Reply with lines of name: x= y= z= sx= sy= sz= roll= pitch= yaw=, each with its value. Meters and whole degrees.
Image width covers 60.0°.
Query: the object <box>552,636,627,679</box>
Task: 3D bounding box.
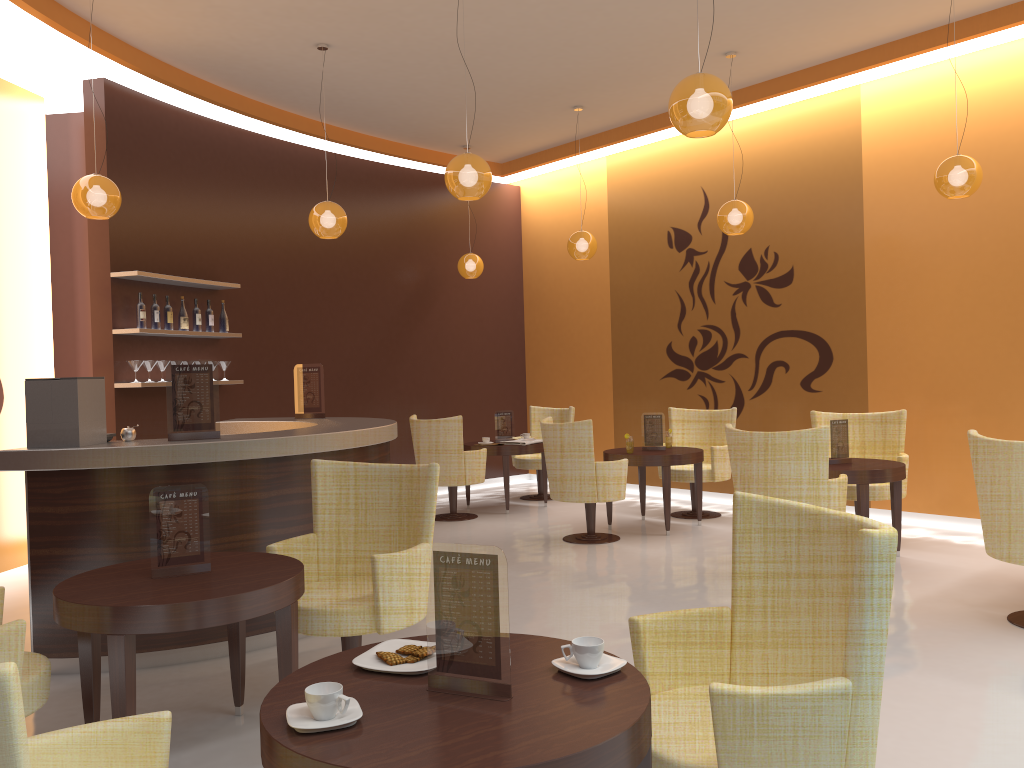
object: x=0.184 y=0.650 z=2.125 sx=0.153 sy=0.069 sz=0.153 roll=-2 pitch=1 yaw=-40

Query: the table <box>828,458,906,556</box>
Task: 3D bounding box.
table: x=2.362 y=0.912 z=6.384 sx=0.872 sy=0.679 sz=0.874 roll=-2 pitch=1 yaw=-4

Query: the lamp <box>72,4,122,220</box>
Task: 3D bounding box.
lamp: x=-2.753 y=-1.844 z=5.835 sx=0.299 sy=1.500 sz=0.299 roll=-2 pitch=1 yaw=-22

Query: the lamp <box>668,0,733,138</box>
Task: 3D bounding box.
lamp: x=0.873 y=-1.932 z=4.192 sx=0.299 sy=1.500 sz=0.299 roll=-2 pitch=1 yaw=-30

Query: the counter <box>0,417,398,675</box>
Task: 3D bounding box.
counter: x=-1.523 y=0.824 z=5.612 sx=1.586 sy=1.100 sz=2.917 roll=-2 pitch=1 yaw=5

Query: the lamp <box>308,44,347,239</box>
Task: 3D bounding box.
lamp: x=-1.458 y=-1.894 z=6.935 sx=0.299 sy=1.500 sz=0.299 roll=-2 pitch=1 yaw=-22

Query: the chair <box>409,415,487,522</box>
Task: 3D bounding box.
chair: x=-0.620 y=0.804 z=8.663 sx=0.685 sy=1.017 sz=0.729 roll=-2 pitch=1 yaw=-43

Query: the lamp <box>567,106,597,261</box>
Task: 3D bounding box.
lamp: x=0.674 y=-1.978 z=8.748 sx=0.299 sy=1.500 sz=0.299 roll=-2 pitch=1 yaw=2

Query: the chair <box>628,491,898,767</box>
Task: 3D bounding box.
chair: x=0.633 y=0.839 z=2.334 sx=0.685 sy=1.017 sz=0.729 roll=-2 pitch=1 yaw=-8

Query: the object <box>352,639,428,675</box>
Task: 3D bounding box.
object: x=-0.264 y=0.688 z=2.229 sx=0.234 sy=0.020 sz=0.234 roll=-1 pitch=1 yaw=21

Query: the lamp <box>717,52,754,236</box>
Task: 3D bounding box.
lamp: x=1.840 y=-1.996 z=7.376 sx=0.299 sy=1.500 sz=0.299 roll=-2 pitch=1 yaw=-15

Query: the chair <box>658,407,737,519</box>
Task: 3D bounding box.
chair: x=1.765 y=0.736 z=8.454 sx=0.729 sy=1.017 sz=0.685 roll=-1 pitch=1 yaw=38

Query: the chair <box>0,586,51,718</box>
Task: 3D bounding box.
chair: x=-1.863 y=0.907 z=2.841 sx=0.685 sy=1.017 sz=0.729 roll=-2 pitch=1 yaw=-33

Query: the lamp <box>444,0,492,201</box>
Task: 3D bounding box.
lamp: x=-0.293 y=-1.913 z=5.563 sx=0.299 sy=1.500 sz=0.299 roll=-1 pitch=1 yaw=28

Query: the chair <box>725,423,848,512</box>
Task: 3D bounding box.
chair: x=1.803 y=0.765 z=5.811 sx=0.685 sy=1.017 sz=0.729 roll=-2 pitch=1 yaw=-43

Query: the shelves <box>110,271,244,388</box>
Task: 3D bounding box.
shelves: x=-3.007 y=-0.411 z=5.787 sx=0.586 sy=0.902 sz=4.744 roll=-2 pitch=1 yaw=7

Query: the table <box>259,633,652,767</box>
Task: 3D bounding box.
table: x=-0.115 y=1.034 z=2.031 sx=0.872 sy=0.679 sz=0.874 roll=-2 pitch=1 yaw=6

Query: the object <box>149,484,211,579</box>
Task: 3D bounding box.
object: x=-1.240 y=0.546 z=3.314 sx=0.209 sy=0.335 sz=0.042 roll=-2 pitch=1 yaw=-26

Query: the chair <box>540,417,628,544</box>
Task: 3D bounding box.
chair: x=0.603 y=0.783 z=7.356 sx=0.685 sy=1.017 sz=0.729 roll=-2 pitch=1 yaw=-23

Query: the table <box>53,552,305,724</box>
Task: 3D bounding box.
table: x=-1.212 y=1.052 z=3.310 sx=0.872 sy=0.679 sz=0.874 roll=-2 pitch=1 yaw=6

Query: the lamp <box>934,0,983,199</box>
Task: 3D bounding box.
lamp: x=3.005 y=-2.015 z=6.004 sx=0.299 sy=1.500 sz=0.299 roll=-2 pitch=1 yaw=-40

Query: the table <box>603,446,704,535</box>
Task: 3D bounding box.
table: x=1.256 y=0.928 z=7.847 sx=0.872 sy=0.679 sz=0.874 roll=-2 pitch=1 yaw=-9

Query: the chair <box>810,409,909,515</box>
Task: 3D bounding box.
chair: x=2.779 y=0.722 z=7.076 sx=0.729 sy=1.017 sz=0.685 roll=-1 pitch=1 yaw=18

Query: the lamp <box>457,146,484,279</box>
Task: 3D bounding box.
lamp: x=-0.491 y=-1.959 z=10.119 sx=0.299 sy=1.500 sz=0.299 roll=-2 pitch=1 yaw=-40

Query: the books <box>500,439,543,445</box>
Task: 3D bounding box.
books: x=0.106 y=0.591 z=9.040 sx=0.345 sy=0.035 sz=0.367 roll=-1 pitch=1 yaw=40

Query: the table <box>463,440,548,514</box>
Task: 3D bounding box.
table: x=-0.061 y=0.951 z=9.236 sx=0.872 sy=0.679 sz=0.874 roll=-2 pitch=1 yaw=-4

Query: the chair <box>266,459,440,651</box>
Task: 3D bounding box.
chair: x=-0.681 y=0.860 z=3.918 sx=0.729 sy=1.017 sz=0.685 roll=-1 pitch=1 yaw=28

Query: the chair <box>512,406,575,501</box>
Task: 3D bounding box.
chair: x=0.353 y=0.761 z=9.928 sx=0.685 sy=1.017 sz=0.729 roll=-2 pitch=1 yaw=-41

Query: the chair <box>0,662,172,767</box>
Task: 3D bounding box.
chair: x=-0.773 y=0.890 z=1.574 sx=0.685 sy=1.017 sz=0.729 roll=-2 pitch=1 yaw=-37

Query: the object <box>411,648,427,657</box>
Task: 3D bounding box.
object: x=-0.219 y=0.671 z=2.218 sx=0.052 sy=0.016 sz=0.055 roll=-2 pitch=1 yaw=-41

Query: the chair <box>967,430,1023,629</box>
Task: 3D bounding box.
chair: x=2.812 y=0.749 z=4.622 sx=0.685 sy=1.017 sz=0.729 roll=-2 pitch=1 yaw=-37
